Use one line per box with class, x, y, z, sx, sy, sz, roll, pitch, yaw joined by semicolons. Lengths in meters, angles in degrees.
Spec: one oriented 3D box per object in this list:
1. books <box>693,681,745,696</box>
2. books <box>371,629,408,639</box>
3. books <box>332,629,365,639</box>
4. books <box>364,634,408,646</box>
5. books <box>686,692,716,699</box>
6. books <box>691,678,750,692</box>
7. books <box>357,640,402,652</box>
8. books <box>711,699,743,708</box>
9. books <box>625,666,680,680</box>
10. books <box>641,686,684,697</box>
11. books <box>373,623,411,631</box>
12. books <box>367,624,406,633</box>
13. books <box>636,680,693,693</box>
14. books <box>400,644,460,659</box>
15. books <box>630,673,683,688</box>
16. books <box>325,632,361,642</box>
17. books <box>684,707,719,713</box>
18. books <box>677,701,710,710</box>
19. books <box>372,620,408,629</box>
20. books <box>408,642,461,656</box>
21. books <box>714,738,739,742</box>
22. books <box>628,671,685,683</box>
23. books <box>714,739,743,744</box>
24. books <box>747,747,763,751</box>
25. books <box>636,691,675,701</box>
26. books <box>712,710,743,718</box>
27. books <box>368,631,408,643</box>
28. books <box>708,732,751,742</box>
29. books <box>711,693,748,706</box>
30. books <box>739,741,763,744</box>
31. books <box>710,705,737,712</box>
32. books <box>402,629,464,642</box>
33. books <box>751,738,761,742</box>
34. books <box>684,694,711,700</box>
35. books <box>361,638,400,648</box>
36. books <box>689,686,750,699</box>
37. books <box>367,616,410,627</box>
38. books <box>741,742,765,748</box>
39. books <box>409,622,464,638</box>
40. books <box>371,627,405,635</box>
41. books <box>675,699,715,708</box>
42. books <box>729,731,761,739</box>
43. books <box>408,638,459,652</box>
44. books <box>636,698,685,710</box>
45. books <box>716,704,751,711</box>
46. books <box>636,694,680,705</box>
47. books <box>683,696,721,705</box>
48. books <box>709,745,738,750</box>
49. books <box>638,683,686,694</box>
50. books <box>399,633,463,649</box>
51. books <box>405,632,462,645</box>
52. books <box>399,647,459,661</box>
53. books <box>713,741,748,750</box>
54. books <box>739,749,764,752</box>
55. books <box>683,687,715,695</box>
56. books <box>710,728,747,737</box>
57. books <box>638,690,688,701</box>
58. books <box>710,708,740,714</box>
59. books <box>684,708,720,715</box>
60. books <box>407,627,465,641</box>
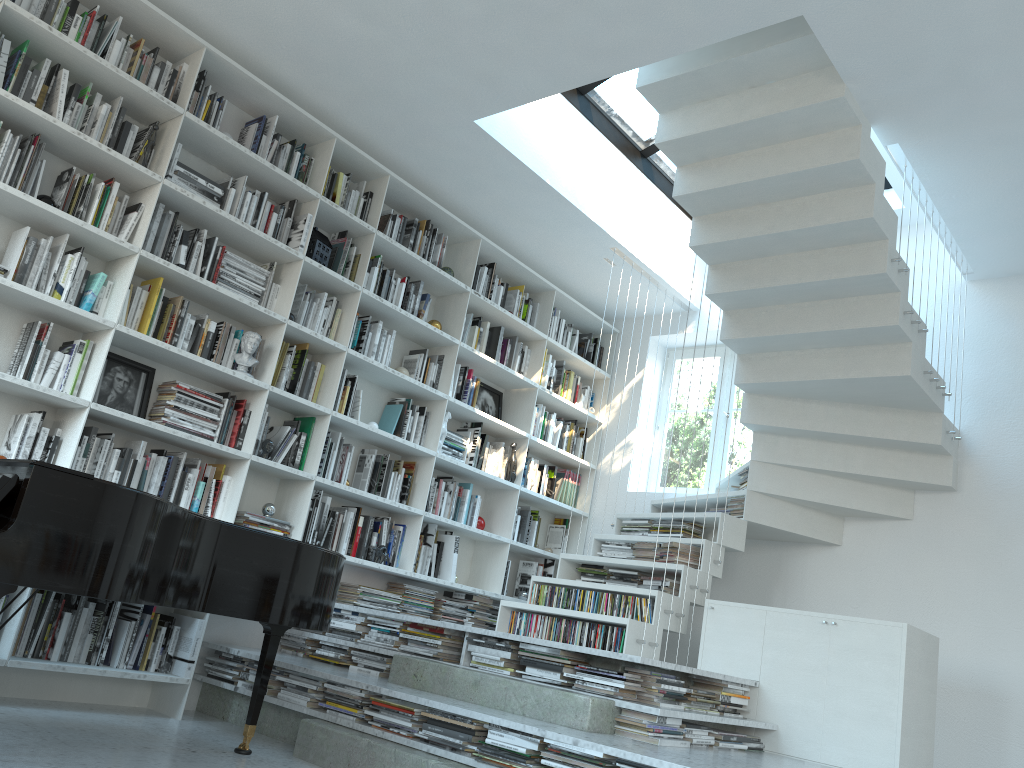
books;0.981;1.445;4.212;0.167;0.024;0.192;-6;-23;45
books;-0.598;1.285;4.542;0.215;0.013;0.150;-3;-21;40
books;-0.835;1.343;4.729;0.240;0.021;0.132;-4;-22;42
books;-0.614;1.314;4.521;0.242;0.023;0.164;-5;-23;44
books;0.786;1.385;3.989;0.172;0.013;0.246;-3;-21;39
books;0.993;1.427;4.210;0.181;0.013;0.286;-1;-20;35
books;-0.622;1.340;4.510;0.296;0.012;0.184;-3;-21;39
books;0.963;1.503;4.201;0.160;0.014;0.268;-3;-21;39
books;0.605;1.246;3.816;0.128;0.016;0.261;-3;-21;39
books;0.608;1.306;3.786;0.168;0.012;0.211;-4;-22;41
books;-0.595;1.253;4.547;0.179;0.010;0.160;-3;-21;40
books;-0.600;1.259;4.540;0.234;0.008;0.168;-3;-21;39
books;0.627;1.284;3.780;0.190;0.015;0.231;-6;-23;45
books;-0.397;1.307;4.332;0.247;0.014;0.178;-2;-21;38
books;0.610;1.269;3.801;0.154;0.018;0.221;-4;-22;41
books;-0.850;1.354;4.711;0.233;0.016;0.173;-3;-21;39
books;0.780;1.444;3.968;0.165;0.005;0.287;-6;-23;45
books;0.766;1.435;3.984;0.134;0.014;0.294;-2;-21;37
books;-0.593;1.242;4.550;0.220;0.013;0.149;-5;-22;43
books;-0.381;1.300;4.352;0.237;0.017;0.138;-3;-21;39
books;0.887;1.565;3.938;0.129;0.009;0.273;-5;-22;43
books;0.619;1.256;3.799;0.159;0.009;0.229;-2;-20;36
books;0.899;1.571;3.925;0.161;0.005;0.255;-2;-20;36
books;1.053;1.677;4.117;0.160;0.010;0.180;-3;-21;40
books;0.594;1.330;3.788;0.131;0.012;0.208;-2;-20;36
books;0.963;1.545;4.183;0.177;0.011;0.220;-2;-21;38
books;-0.603;1.298;4.535;0.221;0.018;0.154;-3;-21;39
books;0.909;1.552;3.925;0.190;0.018;0.288;-3;-21;39
books;0.973;1.482;4.202;0.177;0.030;0.284;-4;-22;41
books;1.053;1.653;4.127;0.133;0.007;0.225;-5;-23;44
books;0.955;1.525;4.198;0.132;0.016;0.263;-1;-20;35
books;-0.386;1.235;4.350;0.261;0.009;0.187;-3;-21;39
books;1.051;1.644;4.134;0.133;0.014;0.229;-3;-21;39
books;0.780;1.396;3.989;0.160;0.010;0.180;-4;-22;42
books;-0.622;1.327;4.510;0.235;0.012;0.190;-2;-21;38
books;0.983;1.462;4.202;0.179;0.012;0.262;-5;-23;44
books;-0.599;1.225;4.544;0.243;0.015;0.165;-1;-20;35
books;1.054;1.665;4.122;0.151;0.017;0.234;-4;-22;41
books;-0.371;1.211;4.369;0.262;0.028;0.139;-6;-23;45
books;-0.598;1.272;4.543;0.220;0.013;0.145;-5;-22;43
books;0.781;1.421;3.977;0.177;0.015;0.215;-4;-22;41
books;1.053;1.634;4.136;0.130;0.007;0.215;-4;-22;42
books;-0.385;1.280;4.348;0.203;0.018;0.160;-2;-21;38
books;0.604;1.353;3.768;0.177;0.015;0.217;-2;-21;38
books;0.976;1.513;4.185;0.181;0.008;0.281;-6;-23;45
books;0.596;1.341;3.781;0.148;0.012;0.228;-2;-21;38
books;0.795;1.406;3.972;0.187;0.014;0.274;-1;-20;35
books;0.883;1.595;3.928;0.144;0.009;0.250;-3;-21;39
books;0.608;1.296;3.791;0.153;0.009;0.261;-5;-22;43
books;-0.388;1.260;4.346;0.293;0.017;0.179;-4;-22;41
books;-0.383;1.247;4.352;0.254;0.012;0.161;-5;-23;44
books;-0.404;1.317;4.324;0.253;0.011;0.183;-5;-23;44
books;0.901;1.582;3.918;0.177;0.018;0.251;-5;-22;43
books;1.055;1.684;4.111;0.151;0.006;0.262;-2;-20;36
books;0.794;1.373;3.988;0.173;0.011;0.204;-1;-20;35
books;0.899;1.537;3.929;0.176;0.008;0.275;-3;-21;40
books;0.614;1.317;3.776;0.189;0.013;0.215;-3;-21;39
books;0.957;1.536;4.191;0.152;0.009;0.260;-2;-21;37
books;0.779;1.449;3.967;0.174;0.007;0.292;-5;-22;43
books;-0.367;1.234;4.372;0.296;0.013;0.129;-3;-21;38
